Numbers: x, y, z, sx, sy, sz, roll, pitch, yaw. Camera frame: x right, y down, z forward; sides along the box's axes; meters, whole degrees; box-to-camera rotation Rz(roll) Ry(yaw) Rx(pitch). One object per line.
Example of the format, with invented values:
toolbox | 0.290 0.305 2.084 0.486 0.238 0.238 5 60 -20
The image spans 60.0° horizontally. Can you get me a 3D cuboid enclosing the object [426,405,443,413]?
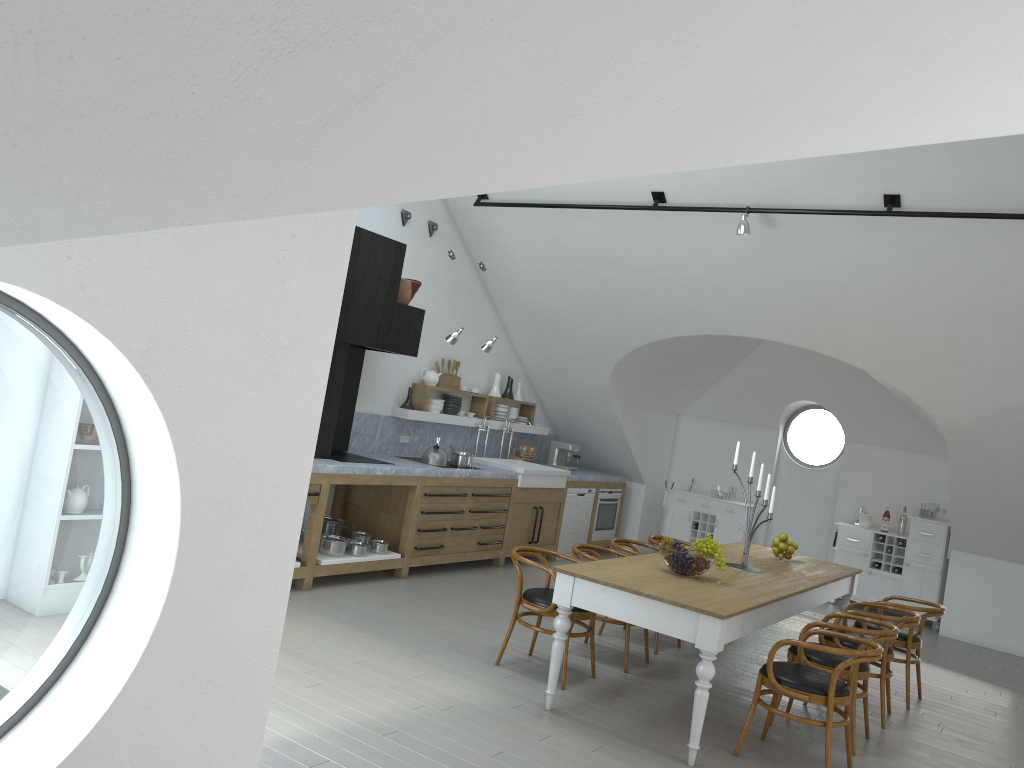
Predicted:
object | -0.802 0.262 9.117 0.180 0.064 0.181 10 -1 -34

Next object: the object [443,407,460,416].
object | -0.649 0.288 9.353 0.206 0.072 0.205 9 -1 21

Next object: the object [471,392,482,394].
object | -0.408 0.097 9.718 0.163 0.012 0.164 10 -1 -39

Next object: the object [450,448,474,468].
object | -0.476 0.744 8.818 0.232 0.170 0.393 9 -1 13

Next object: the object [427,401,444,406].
object | -0.793 0.217 9.121 0.180 0.069 0.181 11 -2 -39

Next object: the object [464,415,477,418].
object | -0.457 0.361 9.700 0.163 0.012 0.164 10 -1 -39

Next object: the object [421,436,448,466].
object | -0.718 0.629 8.418 0.246 0.268 0.245 8 -3 43

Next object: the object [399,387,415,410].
object | -1.021 0.139 8.796 0.156 0.219 0.155 9 -2 15

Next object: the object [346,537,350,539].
object | -1.446 1.328 7.544 0.061 0.035 0.169 9 -1 33

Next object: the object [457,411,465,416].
object | -0.556 0.317 9.541 0.099 0.049 0.098 9 -2 31

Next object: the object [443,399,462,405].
object | -0.635 0.213 9.359 0.206 0.072 0.205 9 -1 21

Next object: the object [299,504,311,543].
object | -1.730 1.083 7.523 0.230 0.499 0.231 10 -3 -15

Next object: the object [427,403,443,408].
object | -0.799 0.240 9.117 0.181 0.065 0.181 10 -1 -19

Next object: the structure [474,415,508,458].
structure | -0.219 0.613 9.646 0.333 0.530 0.213 9 -3 14

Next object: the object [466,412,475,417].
object | -0.453 0.337 9.701 0.099 0.049 0.098 9 -2 31

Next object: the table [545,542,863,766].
table | 1.483 1.669 6.115 1.020 0.800 3.338 9 -2 33

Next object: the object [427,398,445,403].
object | -0.788 0.189 9.123 0.180 0.076 0.181 10 -1 -19

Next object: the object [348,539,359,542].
object | -1.389 1.333 7.497 0.041 0.045 0.246 8 -2 32

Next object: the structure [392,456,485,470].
structure | -0.705 0.789 8.617 0.648 0.041 0.735 9 -1 33

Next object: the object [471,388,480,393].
object | -0.405 0.074 9.719 0.099 0.049 0.098 9 -2 31

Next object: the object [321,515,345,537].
object | -1.716 1.252 7.872 0.454 0.197 0.268 10 -2 -22

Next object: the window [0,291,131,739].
window | -1.681 0.409 2.283 0.104 1.472 1.466 8 -3 33

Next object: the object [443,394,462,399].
object | -0.630 0.160 9.365 0.206 0.080 0.205 9 -2 36

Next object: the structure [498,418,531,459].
structure | 0.043 0.665 10.053 0.333 0.530 0.213 9 -3 14

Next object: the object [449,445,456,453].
object | -0.542 0.705 8.771 0.236 0.167 0.051 9 -3 29

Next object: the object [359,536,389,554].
object | -1.171 1.377 7.577 0.261 0.113 0.153 9 -2 33

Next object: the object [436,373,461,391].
object | -0.671 -0.031 9.321 0.084 0.158 0.352 8 -2 33

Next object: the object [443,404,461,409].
object | -0.645 0.262 9.354 0.205 0.086 0.205 10 -1 -19

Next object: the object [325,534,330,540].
object | -1.439 1.274 7.116 0.052 0.152 0.190 8 -2 33

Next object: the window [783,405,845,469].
window | 3.835 0.668 11.176 0.901 0.901 0.060 8 -3 33

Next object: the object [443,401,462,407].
object | -0.634 0.236 9.354 0.205 0.086 0.205 10 -1 -14

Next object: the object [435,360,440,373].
object | -0.751 -0.110 9.199 0.016 0.259 0.198 7 -3 44

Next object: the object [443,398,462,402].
object | -0.632 0.188 9.364 0.204 0.084 0.206 10 -1 -29

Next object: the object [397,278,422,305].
object | -0.998 -0.814 7.851 0.347 0.237 0.367 11 -2 -39

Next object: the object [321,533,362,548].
object | -1.513 1.316 7.493 0.508 0.052 0.263 9 -1 10

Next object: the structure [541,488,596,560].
structure | 0.501 1.574 10.392 0.600 0.824 0.722 8 -2 33

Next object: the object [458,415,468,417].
object | -0.560 0.340 9.539 0.163 0.012 0.164 10 -1 -39

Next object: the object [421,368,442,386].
object | -0.830 -0.067 9.059 0.174 0.169 0.167 9 -2 17

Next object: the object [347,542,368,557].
object | -1.316 1.347 7.313 0.261 0.113 0.153 9 -2 23

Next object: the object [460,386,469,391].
object | -0.520 0.051 9.540 0.099 0.049 0.098 9 -2 31

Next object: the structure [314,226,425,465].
structure | -1.409 -0.323 7.613 0.782 1.887 1.072 8 -3 33

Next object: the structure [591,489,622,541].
structure | 0.925 1.561 11.024 0.632 0.637 0.630 8 -2 33

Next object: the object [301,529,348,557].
object | -1.515 1.291 7.199 0.379 0.164 0.222 9 -2 23

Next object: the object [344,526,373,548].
object | -1.341 1.343 7.747 0.181 0.134 0.309 11 -2 -32

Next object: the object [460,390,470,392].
object | -0.524 0.074 9.539 0.163 0.012 0.164 10 -1 -39
